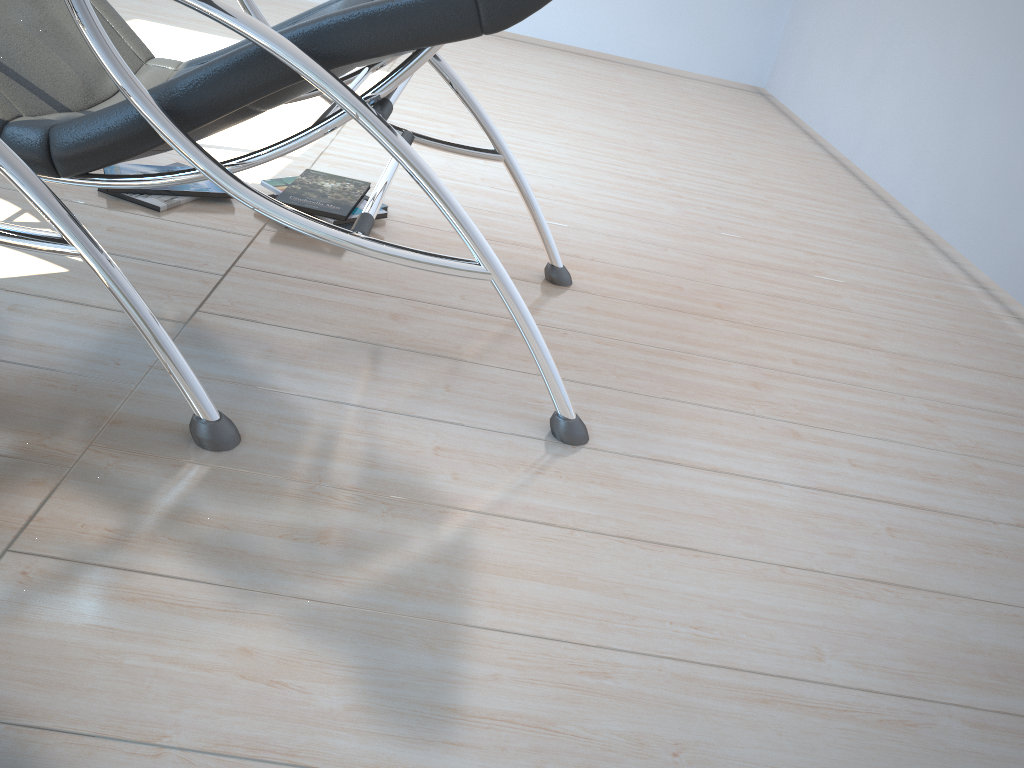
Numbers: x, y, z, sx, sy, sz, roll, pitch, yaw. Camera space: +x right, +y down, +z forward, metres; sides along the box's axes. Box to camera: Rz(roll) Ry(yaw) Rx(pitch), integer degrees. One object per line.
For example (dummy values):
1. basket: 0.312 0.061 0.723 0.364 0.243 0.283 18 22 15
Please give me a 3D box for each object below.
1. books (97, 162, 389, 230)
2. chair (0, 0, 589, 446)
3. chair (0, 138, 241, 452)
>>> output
1. books: -2.522 -0.499 1.417 4.790 0.222 1.045 -7 35 -33
2. chair: -0.788 -0.683 1.701 2.114 0.953 0.836 11 29 -5
3. chair: -1.276 -0.432 0.737 1.938 1.251 0.836 11 29 -5
